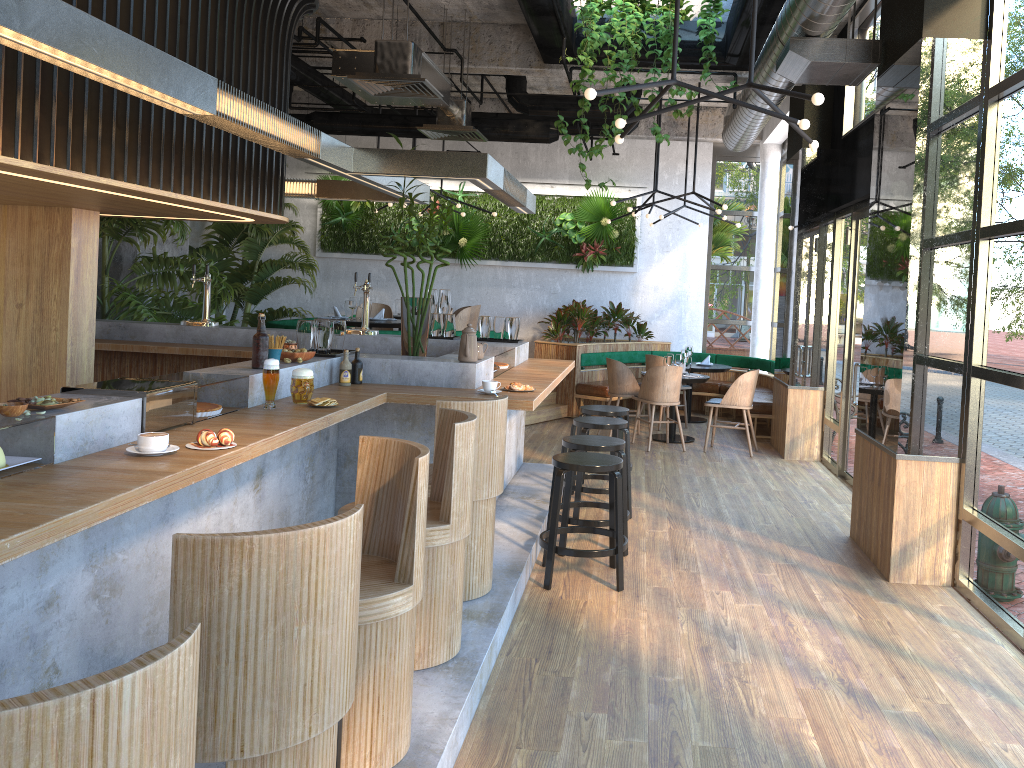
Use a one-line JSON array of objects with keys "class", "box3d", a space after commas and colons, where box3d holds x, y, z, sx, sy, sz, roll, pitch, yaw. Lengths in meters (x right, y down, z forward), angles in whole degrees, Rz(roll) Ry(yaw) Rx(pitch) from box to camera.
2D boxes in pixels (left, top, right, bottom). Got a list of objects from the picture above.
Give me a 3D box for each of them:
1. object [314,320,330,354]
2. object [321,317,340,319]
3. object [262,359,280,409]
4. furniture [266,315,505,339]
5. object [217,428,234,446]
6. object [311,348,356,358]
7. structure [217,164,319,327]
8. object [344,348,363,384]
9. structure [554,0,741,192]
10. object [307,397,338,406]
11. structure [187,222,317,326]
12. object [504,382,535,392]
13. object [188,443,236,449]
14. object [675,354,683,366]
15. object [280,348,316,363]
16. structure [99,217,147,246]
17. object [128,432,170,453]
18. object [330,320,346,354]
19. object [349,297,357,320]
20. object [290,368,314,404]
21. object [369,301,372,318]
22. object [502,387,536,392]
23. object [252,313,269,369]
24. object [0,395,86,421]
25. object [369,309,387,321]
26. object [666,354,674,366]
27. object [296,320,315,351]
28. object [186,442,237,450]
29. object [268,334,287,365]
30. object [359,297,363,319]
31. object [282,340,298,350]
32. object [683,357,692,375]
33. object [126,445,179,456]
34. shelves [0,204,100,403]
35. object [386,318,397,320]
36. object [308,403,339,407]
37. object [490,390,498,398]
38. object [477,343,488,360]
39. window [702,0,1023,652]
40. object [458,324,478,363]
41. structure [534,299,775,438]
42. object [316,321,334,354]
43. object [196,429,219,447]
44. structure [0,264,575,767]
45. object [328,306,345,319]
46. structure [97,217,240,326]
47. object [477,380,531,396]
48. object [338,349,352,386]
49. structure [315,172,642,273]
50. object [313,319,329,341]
[{"class": "object", "box3d": [-1.167, -0.288, 5.442, 0.101, 0.208, 0.110, 5, 3, 40]}, {"class": "object", "box3d": [-1.976, -0.723, 9.712, 0.253, 0.019, 0.159, 3, 6, 5]}, {"class": "object", "box3d": [-1.114, -0.001, 4.099, 0.071, 0.231, 0.078, 4, 2, 39]}, {"class": "furniture", "box3d": [-1.987, -0.237, 11.041, 2.841, 1.130, 4.613, 0, 7, -29]}, {"class": "object", "box3d": [-1.026, 0.190, 3.158, 0.061, 0.059, 0.074, 3, 4, -3]}, {"class": "object", "box3d": [-1.146, -0.191, 5.439, 0.271, 0.018, 0.443, 4, 6, 7]}, {"class": "structure", "box3d": [-3.572, -1.610, 12.700, 1.896, 3.244, 1.630, 3, 2, 4]}, {"class": "object", "box3d": [-0.945, -0.105, 5.216, 0.067, 0.214, 0.170, 4, 3, 32]}, {"class": "structure", "box3d": [0.883, -2.993, 8.288, 1.540, 2.337, 3.122, 5, 5, 42]}, {"class": "object", "box3d": [-0.908, 0.086, 4.263, 0.093, 0.041, 0.148, 7, 7, 39]}, {"class": "structure", "box3d": [-3.799, -1.682, 12.315, 1.416, 3.348, 2.083, 4, 3, 21]}, {"class": "object", "box3d": [0.038, 0.013, 5.328, 0.161, 0.052, 0.156, -2, 7, -39]}, {"class": "object", "box3d": [-1.065, 0.216, 3.153, 0.126, 0.005, 0.117, -3, 9, -45]}, {"class": "object", "box3d": [1.913, -0.220, 10.188, 0.096, 0.244, 0.089, 2, 2, -26]}, {"class": "object", "box3d": [-1.197, -0.157, 4.838, 0.188, 0.072, 0.234, 6, 6, 26]}, {"class": "structure", "box3d": [-4.369, -1.158, 8.552, 1.346, 2.967, 1.533, 3, 2, 14]}, {"class": "object", "box3d": [-1.219, 0.195, 2.967, 0.135, 0.063, 0.109, 1, 5, -15]}, {"class": "object", "box3d": [-1.092, -0.295, 5.547, 0.110, 0.208, 0.101, 1, 3, -39]}, {"class": "object", "box3d": [-1.749, -0.830, 9.755, 0.089, 0.244, 0.097, 4, 2, 34]}, {"class": "object", "box3d": [-1.023, 0.010, 4.315, 0.111, 0.171, 0.138, 3, 3, 0]}, {"class": "object", "box3d": [-1.662, -0.854, 10.184, 0.101, 0.208, 0.110, 5, 3, 41]}, {"class": "object", "box3d": [0.041, 0.033, 5.321, 0.197, 0.013, 0.216, 8, 8, 41]}, {"class": "object", "box3d": [-1.249, -0.214, 4.413, 0.072, 0.275, 0.078, 4, 2, 42]}, {"class": "object", "box3d": [-1.559, 0.044, 2.538, 0.207, 0.134, 0.820, 4, 6, 14]}, {"class": "object", "box3d": [-1.501, -0.775, 9.905, 0.224, 0.138, 0.242, 5, 6, 28]}, {"class": "object", "box3d": [1.808, -0.223, 10.169, 0.093, 0.244, 0.093, 3, 2, 0]}, {"class": "object", "box3d": [-1.238, -0.278, 5.317, 0.110, 0.208, 0.101, 1, 3, -39]}, {"class": "object", "box3d": [-1.066, 0.218, 3.149, 0.163, 0.005, 0.172, 5, 7, 18]}, {"class": "object", "box3d": [-1.223, -0.174, 4.581, 0.103, 0.161, 0.107, 5, 4, 40]}, {"class": "object", "box3d": [-1.678, -0.855, 10.015, 0.096, 0.244, 0.090, 2, 2, -23]}, {"class": "object", "box3d": [-1.225, -0.198, 5.049, 0.161, 0.106, 0.086, -1, 5, -38]}, {"class": "object", "box3d": [2.032, -0.209, 10.310, 0.110, 0.208, 0.101, 0, 3, -44]}, {"class": "object", "box3d": [-1.200, 0.225, 2.965, 0.160, 0.020, 0.162, 3, 6, 3]}, {"class": "shelves", "box3d": [-3.328, -0.151, 5.746, 1.105, 2.048, 0.283, 3, 1, 3]}, {"class": "object", "box3d": [-1.455, -0.746, 10.162, 0.253, 0.019, 0.159, 3, 6, 5]}, {"class": "object", "box3d": [-0.906, 0.101, 4.265, 0.155, 0.013, 0.145, 0, 7, -23]}, {"class": "object", "box3d": [-0.097, 0.054, 4.992, 0.030, 0.027, 0.133, 2, 6, -15]}, {"class": "object", "box3d": [-0.213, -0.212, 5.590, 0.098, 0.119, 0.089, 4, 3, 14]}, {"class": "window", "box3d": [0.594, -1.912, 3.301, 4.112, 6.461, 20.615, 3, 6, 8]}, {"class": "object", "box3d": [-0.260, -0.250, 5.391, 0.122, 0.233, 0.208, 2, 4, -25]}, {"class": "structure", "box3d": [-0.637, 0.492, 3.411, 5.990, 1.541, 20.365, 4, 6, 8]}, {"class": "object", "box3d": [-1.123, -0.272, 5.319, 0.110, 0.208, 0.101, 1, 3, -39]}, {"class": "object", "box3d": [-1.080, 0.188, 3.146, 0.072, 0.059, 0.127, 1, 6, -24]}, {"class": "structure", "box3d": [-2.878, 0.177, 4.424, 5.808, 1.721, 7.214, 3, 6, 6]}, {"class": "object", "box3d": [-1.942, -0.800, 9.933, 0.233, 0.138, 0.233, 3, 5, 0]}, {"class": "structure", "box3d": [-3.916, -1.315, 8.962, 2.047, 3.121, 2.975, 4, 4, 18]}, {"class": "object", "box3d": [-0.020, 0.015, 5.188, 0.175, 0.072, 0.436, 8, 8, 41]}, {"class": "object", "box3d": [-0.965, -0.096, 5.144, 0.073, 0.209, 0.068, 2, 2, -27]}, {"class": "structure", "box3d": [-0.545, -2.428, 13.322, 5.034, 1.488, 0.817, 3, 3, 2]}, {"class": "object", "box3d": [-1.198, -0.303, 5.565, 0.110, 0.208, 0.101, 1, 3, -39]}]
